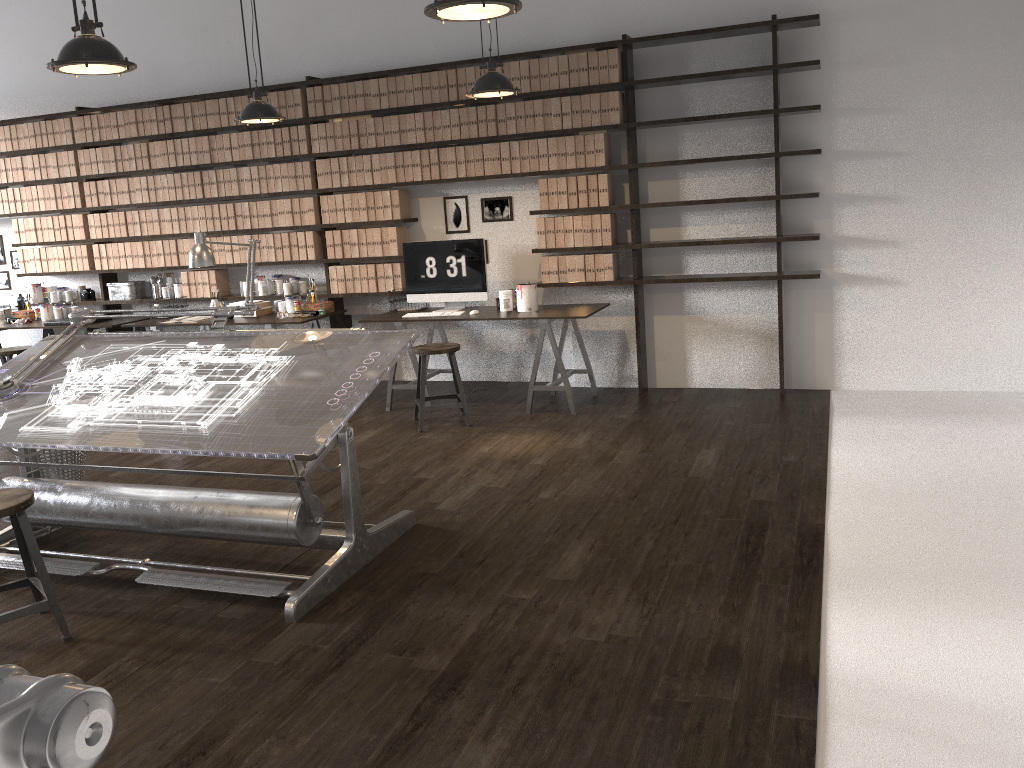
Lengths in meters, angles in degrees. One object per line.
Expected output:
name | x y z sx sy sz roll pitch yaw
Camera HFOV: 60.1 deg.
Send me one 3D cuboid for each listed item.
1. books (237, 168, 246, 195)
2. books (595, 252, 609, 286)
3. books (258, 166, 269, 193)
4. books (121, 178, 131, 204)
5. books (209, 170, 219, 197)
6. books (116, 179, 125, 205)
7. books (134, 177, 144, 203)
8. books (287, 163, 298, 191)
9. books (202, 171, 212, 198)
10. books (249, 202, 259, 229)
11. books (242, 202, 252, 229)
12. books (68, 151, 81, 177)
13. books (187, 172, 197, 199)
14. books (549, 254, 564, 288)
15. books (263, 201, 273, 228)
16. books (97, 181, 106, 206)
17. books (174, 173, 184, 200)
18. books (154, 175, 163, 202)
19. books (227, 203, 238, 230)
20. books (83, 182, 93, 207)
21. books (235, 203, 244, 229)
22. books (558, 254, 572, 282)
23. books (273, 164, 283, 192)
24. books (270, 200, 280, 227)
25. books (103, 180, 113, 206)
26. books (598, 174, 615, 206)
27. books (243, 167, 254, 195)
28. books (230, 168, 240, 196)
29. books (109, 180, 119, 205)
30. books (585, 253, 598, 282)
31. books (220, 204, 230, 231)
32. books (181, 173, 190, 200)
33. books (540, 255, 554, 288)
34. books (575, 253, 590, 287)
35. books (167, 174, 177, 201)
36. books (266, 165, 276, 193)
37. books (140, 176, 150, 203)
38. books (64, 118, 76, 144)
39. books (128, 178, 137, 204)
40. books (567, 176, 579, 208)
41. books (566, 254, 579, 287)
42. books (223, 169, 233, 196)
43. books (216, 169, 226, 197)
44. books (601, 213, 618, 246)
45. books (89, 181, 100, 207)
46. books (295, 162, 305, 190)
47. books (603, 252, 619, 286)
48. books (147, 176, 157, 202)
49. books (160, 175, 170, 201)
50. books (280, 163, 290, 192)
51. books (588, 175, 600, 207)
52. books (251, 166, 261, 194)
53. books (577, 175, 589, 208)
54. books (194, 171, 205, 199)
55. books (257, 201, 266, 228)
books | -2.150 -1.648 7.219 0.066 0.224 0.176 -1 10 20
books | 0.650 -0.821 6.327 0.066 0.224 0.176 -1 10 20
books | -1.957 -1.647 7.147 0.066 0.224 0.176 -1 10 20
books | -3.259 -1.656 7.626 0.067 0.224 0.176 -1 10 20
books | -2.409 -1.650 7.312 0.066 0.224 0.176 -1 10 20
books | -3.320 -1.658 7.655 0.066 0.224 0.176 -1 10 20
books | -3.136 -1.656 7.583 0.066 0.224 0.176 -1 10 20
books | -1.698 -1.643 7.046 0.067 0.224 0.176 -1 10 20
books | -2.475 -1.651 7.341 0.066 0.224 0.176 -1 10 20
books | -2.056 -1.377 7.234 0.066 0.224 0.176 -1 10 20
books | -2.123 -1.376 7.255 0.066 0.224 0.176 -1 10 20
books | -3.789 -1.930 7.775 0.067 0.224 0.176 -1 10 20
books | -2.614 -1.652 7.393 0.066 0.224 0.176 -1 10 20
books | 0.332 -0.822 6.438 0.067 0.224 0.176 -1 10 20
books | -1.928 -1.374 7.180 0.067 0.224 0.176 -1 10 20
books | -3.520 -1.660 7.729 0.066 0.224 0.176 -1 10 20
books | -2.737 -1.652 7.432 0.067 0.224 0.176 -1 10 20
books | -2.936 -1.655 7.513 0.066 0.224 0.176 -1 10 20
books | -2.261 -1.377 7.305 0.067 0.224 0.176 -1 10 20
books | -3.659 -1.661 7.781 0.066 0.224 0.176 -1 10 20
books | -2.188 -1.378 7.284 0.066 0.224 0.176 -1 10 20
books | 0.397 -0.822 6.419 0.066 0.224 0.176 -1 10 20
books | -1.827 -1.645 7.097 0.066 0.224 0.176 -1 10 20
books | -1.864 -1.375 7.161 0.066 0.224 0.176 -1 10 20
books | -3.455 -1.658 7.700 0.066 0.224 0.176 -1 10 20
books | 0.664 -1.360 6.221 0.066 0.224 0.176 -1 10 20
books | -2.091 -1.647 7.195 0.066 0.224 0.176 -1 10 20
books | -2.214 -1.648 7.238 0.067 0.224 0.176 -1 10 20
books | -3.387 -1.659 7.679 0.066 0.224 0.176 -1 10 20
books | 0.584 -0.821 6.350 0.066 0.224 0.176 -1 10 20
books | -2.328 -1.379 7.336 0.066 0.224 0.176 -1 10 20
books | -2.677 -1.653 7.414 0.066 0.224 0.176 -1 10 20
books | 0.271 -0.823 6.466 0.066 0.224 0.176 -1 10 20
books | 0.517 -0.820 6.370 0.067 0.224 0.176 -1 10 20
books | -2.805 -1.653 7.457 0.066 0.224 0.176 -1 10 20
books | -1.891 -1.647 7.125 0.066 0.224 0.176 -1 10 20
books | -3.069 -1.655 7.556 0.067 0.224 0.176 -1 10 20
books | -3.801 -2.201 7.729 0.066 0.224 0.176 -1 10 20
books | -3.195 -1.657 7.607 0.066 0.224 0.176 -1 10 20
books | 0.454 -1.362 6.302 0.066 0.224 0.176 -1 10 20
books | 0.455 -0.821 6.395 0.066 0.224 0.176 -1 10 20
books | -2.275 -1.650 7.266 0.066 0.224 0.176 -1 10 20
books | -2.342 -1.650 7.291 0.066 0.224 0.176 -1 10 20
books | 0.689 -1.091 6.261 0.066 0.224 0.176 -1 10 20
books | -3.592 -1.659 7.750 0.067 0.224 0.176 -1 10 20
books | -1.637 -1.644 7.028 0.066 0.224 0.176 -1 10 20
books | 0.709 -0.819 6.298 0.067 0.224 0.176 -1 10 20
books | -3.002 -1.655 7.536 0.066 0.224 0.176 -1 10 20
books | -2.872 -1.654 7.485 0.066 0.224 0.176 -1 10 20
books | -1.760 -1.644 7.069 0.066 0.224 0.176 -1 10 20
books | 0.594 -1.361 6.250 0.066 0.224 0.176 -1 10 20
books | -2.024 -1.646 7.168 0.067 0.224 0.176 -1 10 20
books | 0.523 -1.360 6.270 0.067 0.224 0.176 -1 10 20
books | -2.547 -1.651 7.362 0.067 0.224 0.176 -1 10 20
books | -1.989 -1.376 7.209 0.066 0.224 0.176 -1 10 20
